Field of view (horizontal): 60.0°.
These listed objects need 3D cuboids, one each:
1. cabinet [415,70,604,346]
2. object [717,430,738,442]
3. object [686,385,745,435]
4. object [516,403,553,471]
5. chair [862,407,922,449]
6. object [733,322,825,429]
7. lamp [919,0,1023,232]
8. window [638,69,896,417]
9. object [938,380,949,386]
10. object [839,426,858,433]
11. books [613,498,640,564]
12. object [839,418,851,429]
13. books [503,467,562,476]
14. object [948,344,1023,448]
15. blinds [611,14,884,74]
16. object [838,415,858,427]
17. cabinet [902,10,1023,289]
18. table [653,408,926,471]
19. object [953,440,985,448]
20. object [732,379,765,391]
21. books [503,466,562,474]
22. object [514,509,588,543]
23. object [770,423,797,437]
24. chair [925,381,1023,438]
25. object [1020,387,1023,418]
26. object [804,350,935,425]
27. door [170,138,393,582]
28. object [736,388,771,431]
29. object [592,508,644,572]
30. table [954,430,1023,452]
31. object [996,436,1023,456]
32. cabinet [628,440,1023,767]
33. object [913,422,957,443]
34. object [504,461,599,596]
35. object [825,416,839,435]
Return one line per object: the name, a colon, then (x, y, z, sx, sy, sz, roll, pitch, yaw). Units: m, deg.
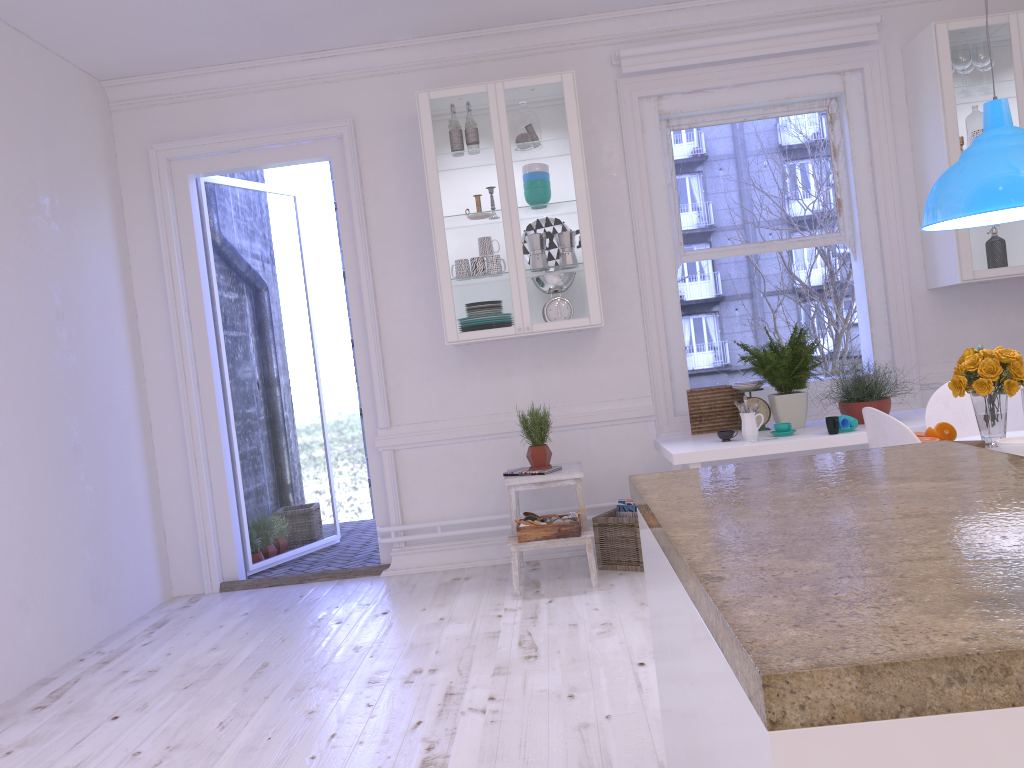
cabinet: (-0.005, -0.905, 4.726, 0.823, 1.311, 0.425, -7, 1, 3)
object: (1.006, 0.245, 4.168, 0.079, 0.048, 0.082, -8, 2, -38)
object: (1.071, 0.132, 4.621, 0.294, 0.237, 0.028, -7, 1, 3)
object: (0.134, 0.246, 4.505, 0.186, 0.367, 0.196, -8, 2, -42)
chair: (1.370, 0.461, 2.693, 0.483, 0.845, 0.604, -7, 1, 3)
object: (1.342, -0.042, 4.381, 0.438, 0.527, 0.368, -7, 1, 3)
lamp: (1.631, -1.556, 3.100, 0.568, 1.948, 0.568, -6, 2, 37)
window: (1.415, -0.774, 5.008, 1.234, 1.782, 0.181, -7, 1, 3)
object: (2.141, 0.055, 4.285, 0.127, 0.152, 0.115, -7, 1, -15)
object: (1.499, 0.204, 4.005, 0.121, 0.021, 0.121, -5, 2, 43)
books: (0.618, 0.760, 4.578, 0.221, 0.306, 0.205, -6, 2, 36)
object: (1.481, 0.180, 4.002, 0.069, 0.058, 0.080, -7, 2, -24)
books: (0.106, 0.447, 4.522, 0.246, 0.011, 0.180, -6, 2, 33)
object: (1.625, 0.037, 3.006, 0.234, 0.351, 0.235, -8, 2, -32)
blinds: (1.271, -1.829, 4.795, 1.451, 0.131, 0.136, -7, 1, 3)
object: (1.516, 0.169, 4.012, 0.069, 0.059, 0.082, -7, 1, -20)
cabinet: (2.594, -1.211, 4.606, 0.823, 1.311, 0.425, -7, 1, 3)
table: (1.514, 0.518, 4.268, 1.514, 0.619, 0.736, -7, 1, 3)
object: (1.417, 0.228, 2.971, 0.224, 0.024, 0.347, -5, 2, 43)
object: (1.204, 0.006, 4.515, 0.163, 0.047, 0.164, -8, 2, -38)
books: (0.105, 0.438, 4.522, 0.246, 0.007, 0.180, -6, 2, 33)
object: (0.194, 0.676, 4.286, 0.358, 0.110, 0.211, -7, 1, 5)
object: (1.260, 0.212, 4.124, 0.121, 0.055, 0.121, -5, 2, 43)
chair: (1.796, 0.392, 3.466, 0.483, 0.845, 0.604, -8, 2, -42)
object: (1.785, 0.102, 2.993, 0.101, 0.186, 0.122, -6, 2, 33)
object: (1.704, 0.017, 4.271, 0.668, 0.367, 0.531, -6, 2, 27)
door: (-1.281, -0.119, 5.575, 1.009, 2.474, 1.021, -7, 1, 3)
object: (1.223, 0.132, 4.507, 0.159, 0.208, 0.185, -7, 1, 3)
object: (0.614, 0.794, 4.569, 0.276, 0.270, 0.276, -6, 2, 36)
table: (1.830, 0.512, 2.771, 1.140, 0.629, 1.140, -6, 2, 31)
object: (1.591, 0.198, 2.759, 0.147, 0.052, 0.147, -5, 2, 45)
cabinet: (0.592, 0.589, 1.267, 0.654, 0.842, 1.167, -7, 1, 3)
object: (1.403, 0.179, 2.995, 0.129, 0.075, 0.285, -6, 2, 39)
object: (0.192, 0.712, 4.495, 0.418, 0.534, 0.599, -7, 1, 3)
object: (1.425, 0.186, 3.944, 0.055, 0.077, 0.070, -6, 2, 28)
